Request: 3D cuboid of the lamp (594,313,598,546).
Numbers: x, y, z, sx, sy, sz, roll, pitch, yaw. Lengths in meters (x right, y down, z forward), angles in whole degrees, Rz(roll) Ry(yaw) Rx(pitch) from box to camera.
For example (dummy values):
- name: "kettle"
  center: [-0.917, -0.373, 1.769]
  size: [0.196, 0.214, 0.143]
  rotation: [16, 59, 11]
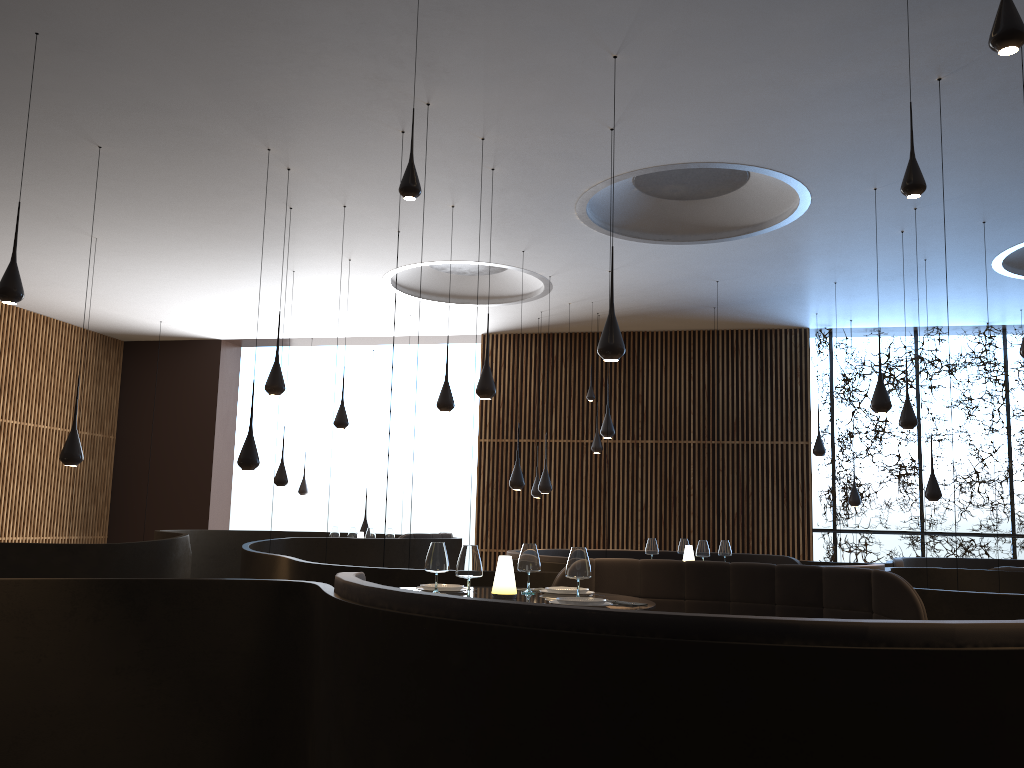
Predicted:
- name: "lamp"
  center: [1.284, 1.971, 13.738]
  size: [0.196, 6.255, 0.196]
  rotation: [-1, -8, 20]

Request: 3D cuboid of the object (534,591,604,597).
- name: "object"
  center: [0.336, 1.259, 5.344]
  size: [0.411, 0.012, 0.205]
  rotation: [-6, -12, 42]

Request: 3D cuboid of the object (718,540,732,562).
- name: "object"
  center: [2.287, 1.828, 9.526]
  size: [0.142, 0.294, 0.142]
  rotation: [-3, -9, 33]

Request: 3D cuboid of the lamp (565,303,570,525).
- name: "lamp"
  center: [0.797, 1.869, 13.176]
  size: [0.196, 6.255, 0.196]
  rotation: [-5, -10, 40]

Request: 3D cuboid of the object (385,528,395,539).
- name: "object"
  center: [-1.733, 2.191, 12.564]
  size: [0.142, 0.294, 0.142]
  rotation: [4, -8, -20]

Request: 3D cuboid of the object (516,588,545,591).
- name: "object"
  center: [0.137, 1.295, 5.575]
  size: [0.262, 0.017, 0.126]
  rotation: [10, -12, -43]

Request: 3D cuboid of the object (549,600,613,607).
- name: "object"
  center: [0.359, 1.143, 4.609]
  size: [0.332, 0.014, 0.333]
  rotation: [5, -10, -22]

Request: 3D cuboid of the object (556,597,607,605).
- name: "object"
  center: [0.359, 1.133, 4.610]
  size: [0.263, 0.029, 0.264]
  rotation: [2, -9, -3]

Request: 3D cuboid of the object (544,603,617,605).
- name: "object"
  center: [0.356, 1.144, 4.605]
  size: [0.204, 0.012, 0.411]
  rotation: [-7, -12, 43]

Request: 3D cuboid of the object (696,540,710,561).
- name: "object"
  center: [1.947, 1.742, 9.039]
  size: [0.142, 0.294, 0.142]
  rotation: [4, -8, -17]

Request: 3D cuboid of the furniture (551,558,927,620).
- name: "furniture"
  center: [1.458, 1.760, 6.032]
  size: [2.531, 1.057, 0.934]
  rotation: [-1, -9, 18]

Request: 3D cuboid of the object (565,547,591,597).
- name: "object"
  center: [0.364, 1.044, 4.858]
  size: [0.142, 0.294, 0.142]
  rotation: [6, -9, -31]

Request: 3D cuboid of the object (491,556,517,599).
- name: "object"
  center: [-0.041, 1.081, 4.967]
  size: [0.142, 0.231, 0.145]
  rotation: [3, -8, -13]

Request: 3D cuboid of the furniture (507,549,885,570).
- name: "furniture"
  center: [1.819, 2.392, 9.403]
  size: [3.791, 1.114, 3.893]
  rotation: [4, -9, -12]

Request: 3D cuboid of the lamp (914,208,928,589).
- name: "lamp"
  center: [4.109, 1.279, 8.816]
  size: [0.196, 6.255, 0.196]
  rotation: [8, -10, -42]

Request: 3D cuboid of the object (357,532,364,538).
- name: "object"
  center: [-2.118, 2.186, 12.399]
  size: [0.142, 0.231, 0.145]
  rotation: [-4, -9, 33]

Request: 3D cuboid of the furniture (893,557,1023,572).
- name: "furniture"
  center: [6.680, 2.674, 10.501]
  size: [3.792, 1.044, 3.896]
  rotation: [3, -9, -11]

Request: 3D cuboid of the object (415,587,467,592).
- name: "object"
  center: [-0.418, 1.231, 5.307]
  size: [0.332, 0.014, 0.333]
  rotation: [-1, -9, 13]

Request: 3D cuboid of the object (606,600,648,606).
- name: "object"
  center: [0.595, 1.186, 4.795]
  size: [0.127, 0.017, 0.262]
  rotation: [9, -12, -41]

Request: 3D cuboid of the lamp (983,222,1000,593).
- name: "lamp"
  center: [5.006, 1.358, 9.160]
  size: [0.196, 6.255, 0.196]
  rotation: [8, -10, -42]

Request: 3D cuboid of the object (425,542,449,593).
- name: "object"
  center: [-0.431, 1.059, 5.094]
  size: [0.142, 0.294, 0.142]
  rotation: [6, -9, -28]

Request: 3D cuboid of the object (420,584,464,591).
- name: "object"
  center: [-0.418, 1.221, 5.308]
  size: [0.263, 0.029, 0.264]
  rotation: [-1, -9, 17]

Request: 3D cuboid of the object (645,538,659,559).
- name: "object"
  center: [1.476, 1.779, 9.357]
  size: [0.142, 0.294, 0.142]
  rotation: [5, -9, -26]

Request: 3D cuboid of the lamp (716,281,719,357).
- name: "lamp"
  center: [2.728, 1.697, 11.736]
  size: [0.196, 6.255, 0.196]
  rotation: [6, -9, -32]

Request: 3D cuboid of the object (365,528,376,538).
- name: "object"
  center: [-1.924, 2.103, 12.033]
  size: [0.142, 0.294, 0.142]
  rotation: [0, -8, 15]

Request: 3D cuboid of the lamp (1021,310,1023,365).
- name: "lamp"
  center: [7.502, 1.998, 12.810]
  size: [0.196, 6.255, 0.196]
  rotation: [-4, -9, 37]

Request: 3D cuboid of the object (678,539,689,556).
- name: "object"
  center: [1.903, 1.860, 9.802]
  size: [0.142, 0.294, 0.142]
  rotation: [5, -8, -21]

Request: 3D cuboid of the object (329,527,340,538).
- name: "object"
  center: [-2.467, 2.135, 12.333]
  size: [0.142, 0.294, 0.142]
  rotation: [0, -8, 9]

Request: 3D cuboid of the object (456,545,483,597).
- name: "object"
  center: [-0.226, 0.998, 4.670]
  size: [0.142, 0.294, 0.142]
  rotation: [-3, -9, 30]

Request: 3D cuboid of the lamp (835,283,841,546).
- name: "lamp"
  center: [4.311, 1.727, 11.646]
  size: [0.196, 6.255, 0.196]
  rotation: [6, -9, -32]

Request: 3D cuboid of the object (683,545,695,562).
- name: "object"
  center: [1.884, 1.835, 9.445]
  size: [0.144, 0.231, 0.143]
  rotation: [-3, -9, 28]

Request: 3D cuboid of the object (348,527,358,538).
- name: "object"
  center: [-2.295, 2.208, 12.770]
  size: [0.142, 0.294, 0.142]
  rotation: [4, -8, -15]

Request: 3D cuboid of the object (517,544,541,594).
- name: "object"
  center: [0.103, 1.115, 5.360]
  size: [0.142, 0.294, 0.142]
  rotation: [0, -8, 12]

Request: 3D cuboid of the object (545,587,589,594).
- name: "object"
  center: [0.333, 1.248, 5.348]
  size: [0.263, 0.029, 0.263]
  rotation: [9, -12, -40]

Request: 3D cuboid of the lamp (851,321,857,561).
- name: "lamp"
  center: [5.341, 2.089, 13.773]
  size: [0.196, 6.255, 0.196]
  rotation: [-4, -9, 37]

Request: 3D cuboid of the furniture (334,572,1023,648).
- name: "furniture"
  center: [0.875, 1.419, 3.725]
  size: [3.934, 1.044, 1.988]
  rotation: [0, -9, 9]

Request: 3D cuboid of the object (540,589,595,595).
- name: "object"
  center: [0.332, 1.258, 5.347]
  size: [0.332, 0.014, 0.332]
  rotation: [10, -12, -43]

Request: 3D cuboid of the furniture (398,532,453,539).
- name: "furniture"
  center: [-1.326, 2.632, 12.521]
  size: [0.931, 1.056, 2.540]
  rotation: [0, -9, 8]

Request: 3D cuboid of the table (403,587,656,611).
- name: "table"
  center: [-0.058, 1.701, 4.886]
  size: [1.675, 1.020, 1.675]
  rotation: [9, -12, -42]
